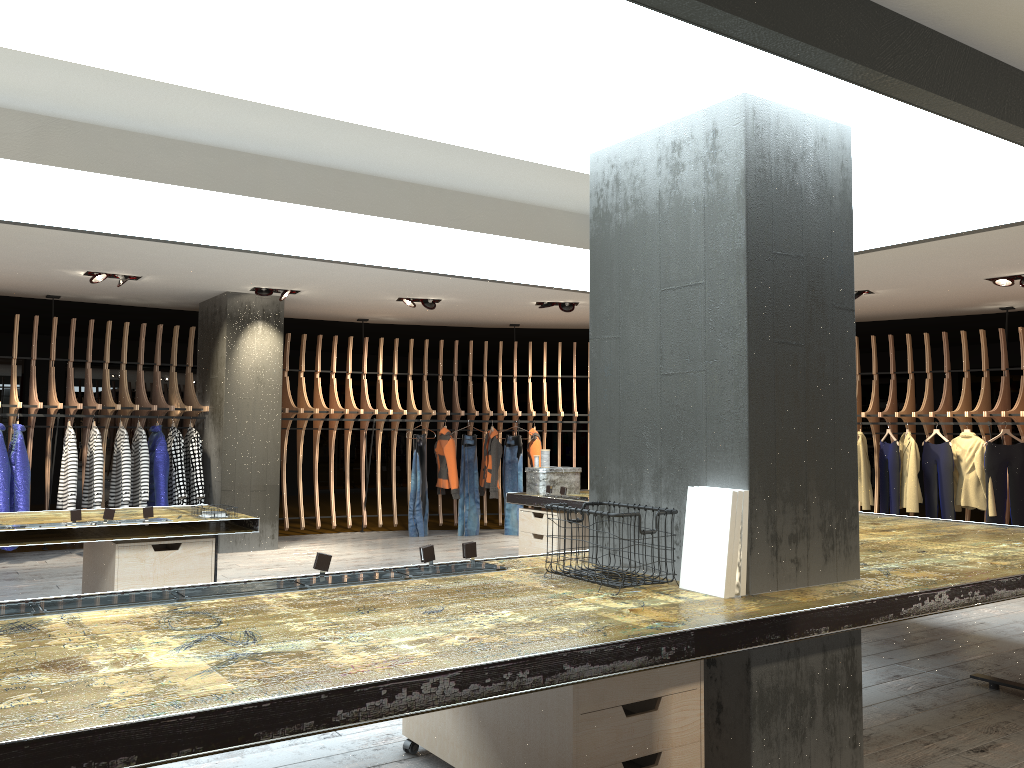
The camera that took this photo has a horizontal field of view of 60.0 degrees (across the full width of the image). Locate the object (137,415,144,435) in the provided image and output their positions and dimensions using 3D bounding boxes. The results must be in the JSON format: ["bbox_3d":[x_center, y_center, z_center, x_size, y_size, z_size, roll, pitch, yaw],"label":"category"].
[{"bbox_3d":[-4.002,0.484,9.513,0.012,0.313,0.517,3,-4,-34],"label":"object"}]

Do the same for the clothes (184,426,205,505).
[{"bbox_3d":[-3.477,1.057,9.703,0.191,1.187,0.799,3,-5,-34],"label":"clothes"}]

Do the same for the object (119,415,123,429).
[{"bbox_3d":[-4.150,0.477,9.413,0.012,0.313,0.517,3,-4,-34],"label":"object"}]

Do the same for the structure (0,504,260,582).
[{"bbox_3d":[-6.224,0.997,3.055,10.447,0.845,1.161,3,-4,-34],"label":"structure"}]

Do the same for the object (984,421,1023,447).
[{"bbox_3d":[5.241,0.532,9.410,0.525,0.270,0.012,1,-4,-9],"label":"object"}]

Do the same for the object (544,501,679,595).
[{"bbox_3d":[0.368,0.602,3.329,0.329,0.290,0.459,3,-4,-31],"label":"object"}]

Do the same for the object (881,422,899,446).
[{"bbox_3d":[4.320,0.568,10.163,0.012,0.270,0.524,0,-3,1],"label":"object"}]

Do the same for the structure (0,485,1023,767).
[{"bbox_3d":[-5.370,0.916,1.418,18.467,0.845,4.832,3,-4,-34],"label":"structure"}]

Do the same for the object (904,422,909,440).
[{"bbox_3d":[4.487,0.565,10.056,0.012,0.270,0.524,0,-3,11],"label":"object"}]

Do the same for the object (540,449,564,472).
[{"bbox_3d":[0.351,0.691,7.947,0.088,0.204,0.262,3,-4,-36],"label":"object"}]

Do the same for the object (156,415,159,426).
[{"bbox_3d":[-3.870,0.474,9.675,0.012,0.270,0.525,3,-4,-34],"label":"object"}]

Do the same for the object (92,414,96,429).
[{"bbox_3d":[-4.367,0.468,9.267,0.012,0.313,0.517,3,-4,-34],"label":"object"}]

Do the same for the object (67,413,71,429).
[{"bbox_3d":[-4.562,0.459,9.135,0.012,0.313,0.517,3,-4,-34],"label":"object"}]

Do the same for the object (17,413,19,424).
[{"bbox_3d":[-4.961,0.424,8.899,0.012,0.270,0.525,3,-4,-34],"label":"object"}]

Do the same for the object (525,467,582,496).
[{"bbox_3d":[0.373,0.874,7.996,0.497,0.239,0.302,3,-4,-34],"label":"object"}]

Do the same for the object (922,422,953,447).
[{"bbox_3d":[4.721,0.555,9.859,0.012,0.270,0.524,1,-3,-9],"label":"object"}]

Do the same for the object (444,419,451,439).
[{"bbox_3d":[-0.838,0.578,11.165,0.012,0.270,0.524,2,-4,-19],"label":"object"}]

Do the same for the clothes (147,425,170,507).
[{"bbox_3d":[-3.840,1.064,9.621,0.245,1.240,0.884,3,-5,-37],"label":"clothes"}]

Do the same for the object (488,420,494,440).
[{"bbox_3d":[-0.252,0.591,11.257,0.012,0.270,0.524,1,-3,-14],"label":"object"}]

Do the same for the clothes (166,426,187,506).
[{"bbox_3d":[-3.627,1.050,9.590,0.191,1.189,0.806,3,-5,-33],"label":"clothes"}]

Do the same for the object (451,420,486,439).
[{"bbox_3d":[-0.544,0.572,11.212,0.549,0.243,0.023,3,-5,-38],"label":"object"}]

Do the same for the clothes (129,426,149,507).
[{"bbox_3d":[-3.937,0.982,9.404,0.128,1.063,0.751,3,-5,-36],"label":"clothes"}]

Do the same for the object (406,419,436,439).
[{"bbox_3d":[-1.135,0.560,11.078,0.023,0.243,0.549,-3,-4,37],"label":"object"}]

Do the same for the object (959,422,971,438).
[{"bbox_3d":[4.967,0.546,9.670,0.012,0.270,0.524,1,-3,-9],"label":"object"}]

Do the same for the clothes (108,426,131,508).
[{"bbox_3d":[-4.085,0.976,9.304,0.128,1.063,0.751,3,-5,-36],"label":"clothes"}]

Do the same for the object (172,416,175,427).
[{"bbox_3d":[-3.708,0.508,9.716,0.012,0.317,0.516,3,-4,-34],"label":"object"}]

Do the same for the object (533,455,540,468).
[{"bbox_3d":[0.222,0.699,7.984,0.062,0.109,0.062,-1,-4,22],"label":"object"}]

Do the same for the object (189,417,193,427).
[{"bbox_3d":[-3.554,0.513,9.824,0.012,0.313,0.517,3,-4,-34],"label":"object"}]

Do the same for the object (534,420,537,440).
[{"bbox_3d":[0.287,0.595,11.310,0.012,0.270,0.524,1,-3,-4],"label":"object"}]

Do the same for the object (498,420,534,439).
[{"bbox_3d":[0.044,0.581,11.294,0.549,0.243,0.023,-2,-4,32],"label":"object"}]

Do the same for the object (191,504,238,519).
[{"bbox_3d":[-1.876,0.809,5.593,0.216,0.074,0.302,3,-4,-40],"label":"object"}]
